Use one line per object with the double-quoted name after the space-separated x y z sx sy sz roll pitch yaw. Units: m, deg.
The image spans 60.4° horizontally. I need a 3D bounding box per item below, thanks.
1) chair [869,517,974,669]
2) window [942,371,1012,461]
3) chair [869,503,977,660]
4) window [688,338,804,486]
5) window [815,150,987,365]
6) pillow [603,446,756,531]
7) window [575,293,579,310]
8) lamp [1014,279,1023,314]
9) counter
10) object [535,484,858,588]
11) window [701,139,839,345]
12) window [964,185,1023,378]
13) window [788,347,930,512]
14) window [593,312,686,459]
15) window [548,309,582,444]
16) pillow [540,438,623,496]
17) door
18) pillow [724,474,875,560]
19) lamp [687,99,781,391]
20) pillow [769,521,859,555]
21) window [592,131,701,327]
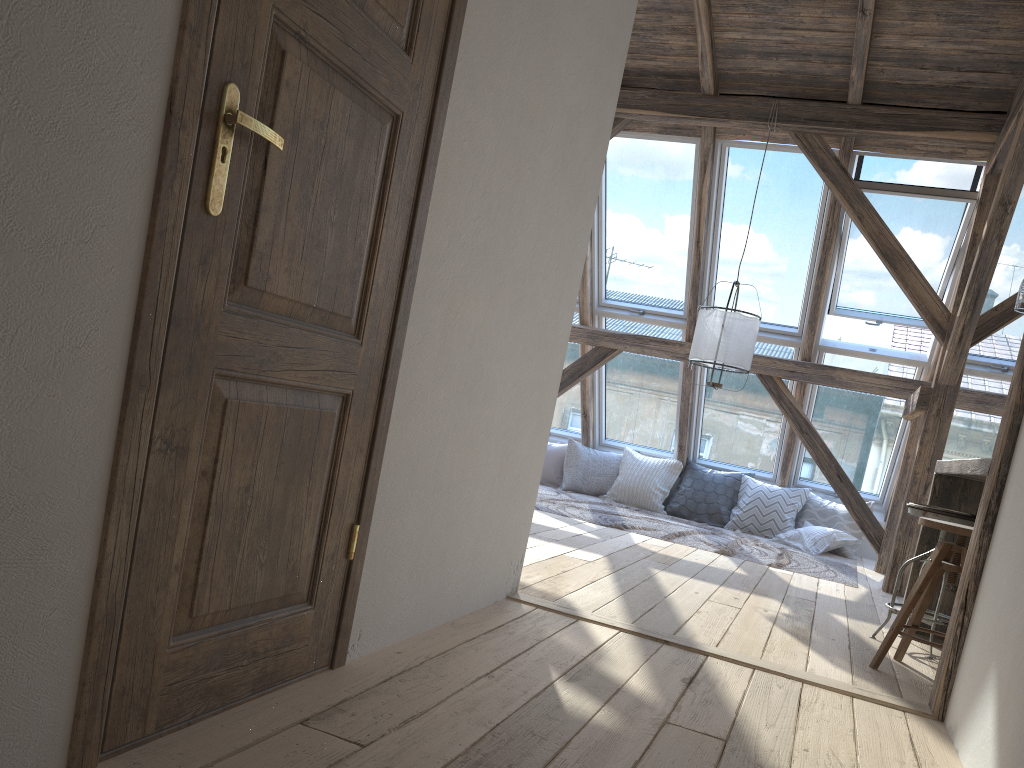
1.646 0.830 3.342 0.335 0.601 0.343 15 5 40 "chair"
3.690 0.542 7.036 0.848 1.288 1.097 13 3 20 "window"
1.871 0.868 3.915 0.357 0.642 0.347 8 5 -36 "chair"
2.000 0.215 7.642 0.848 1.288 1.097 13 3 20 "window"
2.752 -0.879 6.329 0.848 1.287 1.409 13 2 20 "window"
1.503 0.932 8.017 1.261 0.569 0.468 11 3 21 "pillow"
0.200 -1.373 7.192 0.848 1.288 1.097 13 3 20 "window"
2.278 -0.952 3.719 0.223 1.300 0.108 13 6 21 "lamp"
3.135 1.023 4.279 2.222 0.859 3.824 11 -1 20 "counter"
1.137 1.084 7.128 3.159 0.057 2.195 11 -1 20 "object"
1.890 -1.047 6.586 0.848 1.288 1.097 13 3 20 "window"
3.580 -0.720 5.979 0.848 1.288 1.097 13 3 20 "window"
2.845 0.379 7.339 0.848 1.288 1.097 13 3 20 "window"
1.155 0.052 7.946 0.848 1.288 1.097 13 3 20 "window"
0.310 -0.111 8.249 0.848 1.288 1.097 13 3 20 "window"
0.592 0.792 8.372 1.127 0.530 0.434 11 3 12 "pillow"
-0.362 -0.357 1.687 0.081 2.090 0.840 13 5 21 "door"
2.492 1.151 7.616 1.142 0.539 0.503 11 2 25 "pillow"
1.529 -0.905 5.756 0.403 1.913 0.399 8 6 -29 "lamp"
2.480 1.284 7.285 0.479 0.244 0.529 11 0 -28 "pillow"
1.045 -1.210 6.889 0.848 1.288 1.097 13 3 20 "window"
